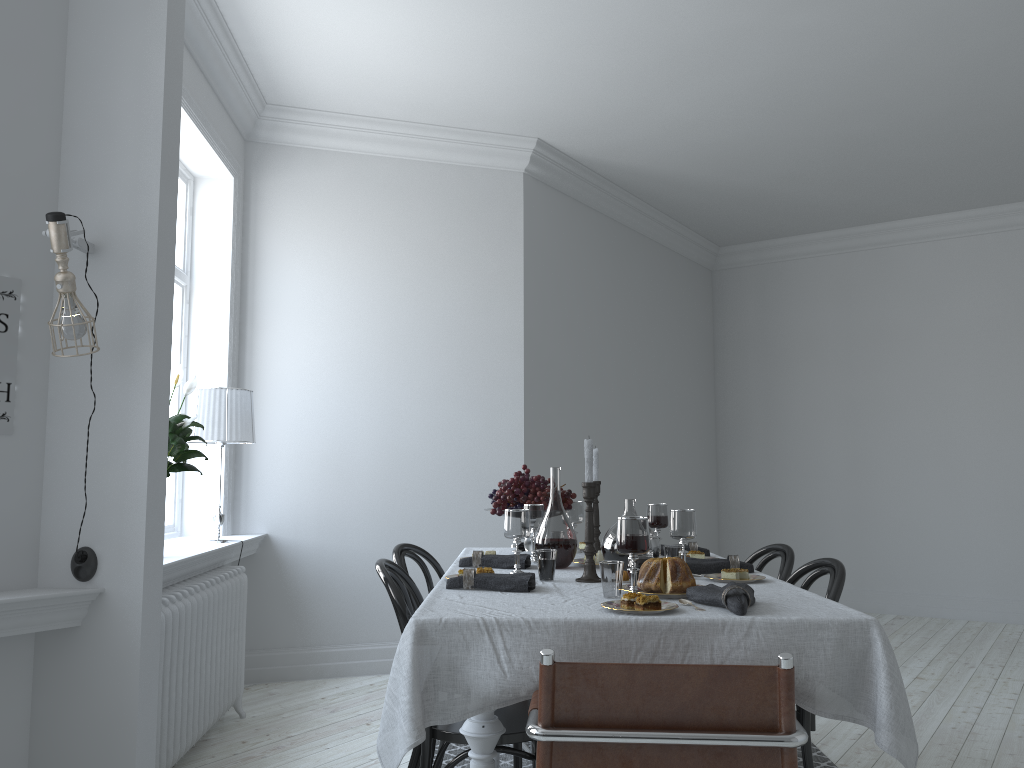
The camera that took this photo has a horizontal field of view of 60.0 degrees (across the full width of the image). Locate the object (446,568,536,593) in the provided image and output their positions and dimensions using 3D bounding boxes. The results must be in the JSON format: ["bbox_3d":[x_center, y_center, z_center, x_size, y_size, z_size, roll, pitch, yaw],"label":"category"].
[{"bbox_3d":[-0.049,0.550,2.485,0.247,0.061,0.165,2,-6,-17],"label":"object"}]

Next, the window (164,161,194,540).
[{"bbox_3d":[-1.781,-0.283,3.944,0.061,2.080,2.079,0,-6,-4],"label":"window"}]

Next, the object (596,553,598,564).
[{"bbox_3d":[0.328,0.637,3.224,0.040,0.039,0.077,0,-6,3],"label":"object"}]

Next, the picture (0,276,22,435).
[{"bbox_3d":[-1.532,-0.094,2.463,0.003,0.457,0.311,-4,-7,33],"label":"picture"}]

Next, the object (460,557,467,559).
[{"bbox_3d":[-0.103,0.661,3.331,0.182,0.013,0.182,-4,-7,33],"label":"object"}]

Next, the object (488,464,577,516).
[{"bbox_3d":[0.077,0.434,3.592,0.347,0.215,0.318,0,-6,-4],"label":"object"}]

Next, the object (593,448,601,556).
[{"bbox_3d":[0.340,0.478,3.607,0.089,0.432,0.089,4,-7,-34],"label":"object"}]

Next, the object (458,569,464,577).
[{"bbox_3d":[-0.143,0.581,2.698,0.036,0.039,0.051,-1,-6,11],"label":"object"}]

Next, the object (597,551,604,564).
[{"bbox_3d":[0.349,0.621,3.154,0.056,0.056,0.100,5,-8,-39],"label":"object"}]

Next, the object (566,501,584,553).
[{"bbox_3d":[0.262,0.604,3.738,0.083,0.215,0.083,-5,-8,38],"label":"object"}]

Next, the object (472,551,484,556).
[{"bbox_3d":[-0.126,0.649,3.328,0.040,0.039,0.077,0,-6,3],"label":"object"}]

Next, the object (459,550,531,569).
[{"bbox_3d":[-0.049,0.614,3.095,0.247,0.061,0.165,2,-6,-17],"label":"object"}]

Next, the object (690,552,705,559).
[{"bbox_3d":[0.693,0.645,3.312,0.057,0.037,0.021,-2,-6,14],"label":"object"}]

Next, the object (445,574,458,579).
[{"bbox_3d":[-0.113,0.596,2.714,0.182,0.013,0.182,-4,-7,33],"label":"object"}]

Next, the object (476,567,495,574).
[{"bbox_3d":[-0.082,0.583,2.728,0.057,0.041,0.038,1,-6,-15],"label":"object"}]

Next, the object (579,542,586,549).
[{"bbox_3d":[0.313,0.700,3.829,0.021,0.037,0.057,4,-7,-35],"label":"object"}]

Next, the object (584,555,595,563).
[{"bbox_3d":[0.276,0.630,3.192,0.039,0.040,0.077,-1,-6,13],"label":"object"}]

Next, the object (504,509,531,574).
[{"bbox_3d":[0.017,0.506,2.805,0.083,0.215,0.083,-5,-8,38],"label":"object"}]

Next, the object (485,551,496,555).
[{"bbox_3d":[-0.084,0.647,3.326,0.039,0.040,0.078,-1,-6,8],"label":"object"}]

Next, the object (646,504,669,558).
[{"bbox_3d":[0.554,0.564,3.368,0.083,0.215,0.083,-5,-8,38],"label":"object"}]

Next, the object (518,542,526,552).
[{"bbox_3d":[0.074,0.688,3.805,0.165,0.061,0.247,2,-6,-17],"label":"object"}]

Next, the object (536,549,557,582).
[{"bbox_3d":[0.105,0.554,2.709,0.066,0.094,0.066,-3,-6,22],"label":"object"}]

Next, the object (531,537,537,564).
[{"bbox_3d":[0.102,0.613,3.262,0.066,0.094,0.066,-6,-8,45],"label":"object"}]

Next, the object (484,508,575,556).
[{"bbox_3d":[0.070,0.597,3.566,0.367,0.188,0.367,2,-6,-15],"label":"object"}]

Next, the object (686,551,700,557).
[{"bbox_3d":[0.688,0.649,3.352,0.051,0.039,0.036,2,-6,-17],"label":"object"}]

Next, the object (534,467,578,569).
[{"bbox_3d":[0.153,0.469,3.113,0.152,0.352,0.152,1,-6,-6],"label":"object"}]

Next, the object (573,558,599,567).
[{"bbox_3d":[0.339,0.644,3.188,0.251,0.018,0.251,-4,-7,33],"label":"object"}]

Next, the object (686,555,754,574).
[{"bbox_3d":[0.661,0.599,2.964,0.247,0.061,0.165,2,-6,-17],"label":"object"}]

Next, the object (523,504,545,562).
[{"bbox_3d":[0.083,0.562,3.338,0.083,0.215,0.083,-3,-7,29],"label":"object"}]

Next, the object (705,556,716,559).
[{"bbox_3d":[0.685,0.659,3.321,0.182,0.013,0.182,5,-8,-41],"label":"object"}]

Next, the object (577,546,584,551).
[{"bbox_3d":[0.337,0.715,3.848,0.182,0.013,0.182,-6,-8,43],"label":"object"}]
